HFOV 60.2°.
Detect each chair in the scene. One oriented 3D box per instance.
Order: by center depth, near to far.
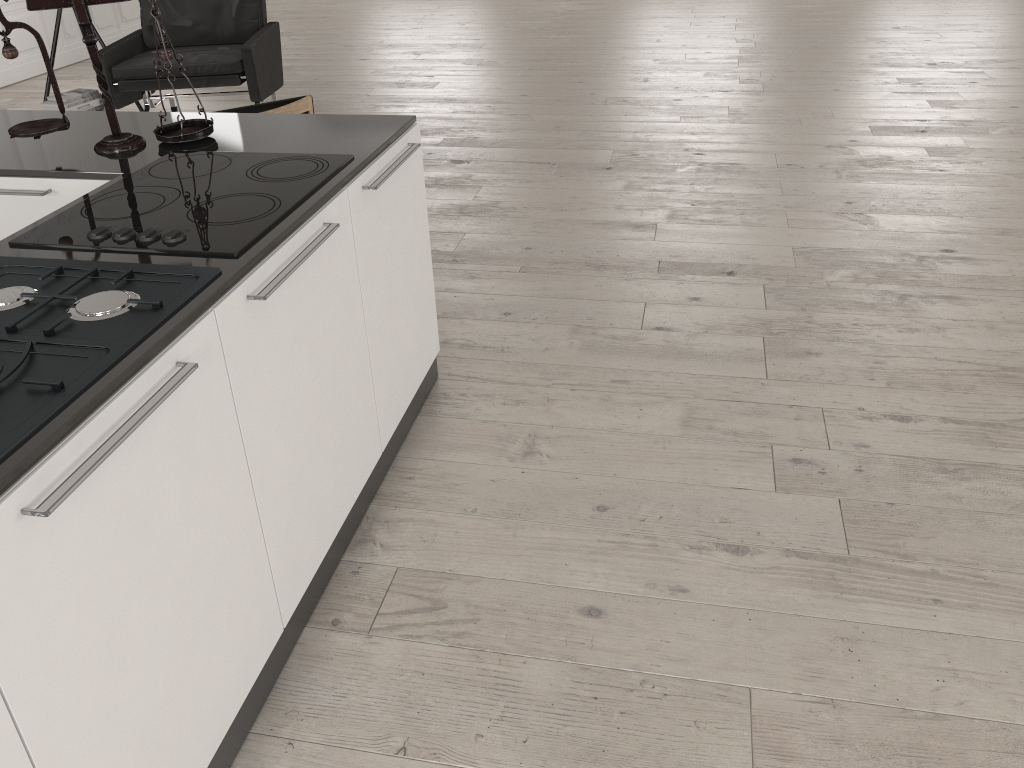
[{"bbox_3d":[-1.137,-0.808,3.627,0.637,0.745,0.799,-20,34,-27],"label":"chair"},{"bbox_3d":[-2.097,-2.219,5.888,0.974,0.932,1.124,-4,30,-2],"label":"chair"}]

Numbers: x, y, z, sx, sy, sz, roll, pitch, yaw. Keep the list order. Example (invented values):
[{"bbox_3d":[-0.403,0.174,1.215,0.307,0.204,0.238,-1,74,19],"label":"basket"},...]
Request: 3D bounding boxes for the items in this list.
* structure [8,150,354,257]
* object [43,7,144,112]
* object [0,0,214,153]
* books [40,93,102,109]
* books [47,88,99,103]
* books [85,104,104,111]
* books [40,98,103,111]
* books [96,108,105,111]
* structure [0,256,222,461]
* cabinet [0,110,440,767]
[{"bbox_3d":[-0.707,-0.434,1.999,0.507,0.020,0.649,4,31,11],"label":"structure"},{"bbox_3d":[-2.989,-2.580,6.037,0.712,1.472,0.676,-9,29,-10],"label":"object"},{"bbox_3d":[-1.078,-0.848,2.289,0.514,0.474,0.173,-10,29,-13],"label":"object"},{"bbox_3d":[-2.711,-1.748,5.443,0.206,0.025,0.298,8,32,18],"label":"books"},{"bbox_3d":[-2.708,-1.781,5.453,0.173,0.021,0.249,12,34,23],"label":"books"},{"bbox_3d":[-2.708,-1.694,5.478,0.199,0.024,0.289,7,32,16],"label":"books"},{"bbox_3d":[-2.707,-1.714,5.449,0.199,0.040,0.320,7,32,17],"label":"books"},{"bbox_3d":[-2.704,-1.674,5.492,0.199,0.024,0.283,5,32,12],"label":"books"},{"bbox_3d":[-0.870,-0.013,1.312,0.521,0.014,0.870,4,31,11],"label":"structure"},{"bbox_3d":[-1.790,0.145,1.965,2.708,0.854,2.543,4,31,11],"label":"cabinet"}]
